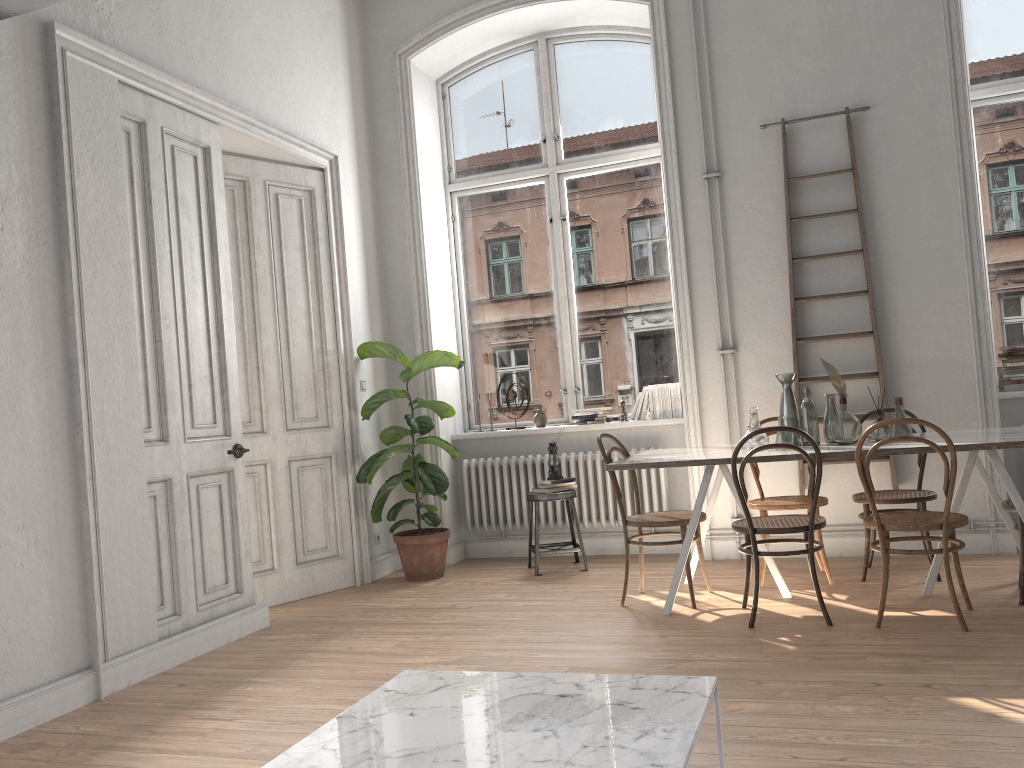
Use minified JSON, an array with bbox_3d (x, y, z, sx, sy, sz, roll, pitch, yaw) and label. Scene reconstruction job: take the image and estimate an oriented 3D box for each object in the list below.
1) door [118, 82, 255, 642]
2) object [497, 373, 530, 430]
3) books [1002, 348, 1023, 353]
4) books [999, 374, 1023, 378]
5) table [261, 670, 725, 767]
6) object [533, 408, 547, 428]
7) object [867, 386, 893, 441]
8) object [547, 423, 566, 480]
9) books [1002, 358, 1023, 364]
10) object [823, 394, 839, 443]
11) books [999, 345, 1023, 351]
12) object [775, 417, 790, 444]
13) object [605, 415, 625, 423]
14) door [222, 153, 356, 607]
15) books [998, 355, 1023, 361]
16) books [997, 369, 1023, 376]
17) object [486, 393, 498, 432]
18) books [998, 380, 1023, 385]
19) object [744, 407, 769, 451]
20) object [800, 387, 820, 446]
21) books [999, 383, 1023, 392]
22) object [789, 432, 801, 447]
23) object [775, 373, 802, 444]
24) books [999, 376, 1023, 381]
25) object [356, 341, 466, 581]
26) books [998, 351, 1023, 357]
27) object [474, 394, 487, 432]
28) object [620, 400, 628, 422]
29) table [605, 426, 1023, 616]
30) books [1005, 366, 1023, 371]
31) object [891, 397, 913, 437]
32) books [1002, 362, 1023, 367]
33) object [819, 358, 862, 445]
[{"bbox_3d":[-1.738,-0.050,4.448,0.216,2.814,1.097,-5,-1,21],"label":"door"},{"bbox_3d":[0.018,0.129,6.656,0.087,0.425,0.347,-4,-2,-38],"label":"object"},{"bbox_3d":[3.195,-0.213,5.551,0.205,0.020,0.155,-5,-2,19],"label":"books"},{"bbox_3d":[3.205,-0.058,5.551,0.255,0.014,0.192,-5,-2,22],"label":"books"},{"bbox_3d":[-0.021,0.947,1.907,0.849,0.392,0.849,-5,-2,19],"label":"table"},{"bbox_3d":[0.209,0.252,6.586,0.100,0.142,0.102,-5,-1,-6],"label":"object"},{"bbox_3d":[1.864,0.147,4.497,0.107,0.283,0.107,-5,-1,14],"label":"object"},{"bbox_3d":[0.304,0.454,6.022,0.163,0.383,0.154,-4,-1,-7],"label":"object"},{"bbox_3d":[3.200,-0.149,5.549,0.205,0.022,0.155,-5,-2,14],"label":"books"},{"bbox_3d":[1.679,0.181,4.650,0.098,0.255,0.100,-5,-1,-4],"label":"object"},{"bbox_3d":[3.192,-0.234,5.562,0.201,0.024,0.159,-5,-2,9],"label":"books"},{"bbox_3d":[1.421,0.252,4.663,0.083,0.158,0.083,-5,-1,15],"label":"object"},{"bbox_3d":[0.741,0.251,6.420,0.153,0.048,0.088,-4,-2,-31],"label":"object"},{"bbox_3d":[-1.509,-0.034,5.599,0.216,2.814,1.096,-6,-2,44],"label":"door"},{"bbox_3d":[3.194,-0.169,5.552,0.244,0.019,0.174,-5,-2,19],"label":"books"},{"bbox_3d":[3.203,-0.079,5.553,0.245,0.028,0.193,-5,-2,14],"label":"books"},{"bbox_3d":[-0.162,0.213,6.699,0.095,0.289,0.095,-6,-2,42],"label":"object"},{"bbox_3d":[3.194,-0.015,5.539,0.249,0.023,0.175,-5,-2,15],"label":"books"},{"bbox_3d":[1.256,0.232,4.586,0.132,0.219,0.132,-5,-1,9],"label":"object"},{"bbox_3d":[1.547,0.168,4.619,0.086,0.301,0.086,-5,-1,5],"label":"object"},{"bbox_3d":[3.195,0.017,5.540,0.248,0.043,0.192,-5,-2,19],"label":"books"},{"bbox_3d":[1.449,0.278,4.553,0.058,0.094,0.058,-3,-2,-42],"label":"object"},{"bbox_3d":[1.488,0.136,4.758,0.116,0.383,0.116,-5,-2,31],"label":"object"},{"bbox_3d":[3.193,-0.039,5.540,0.249,0.023,0.175,-5,-2,20],"label":"books"},{"bbox_3d":[1.633,0.181,4.996,5.829,1.842,0.792,-5,-2,24],"label":"object"},{"bbox_3d":[3.185,-0.190,5.555,0.231,0.023,0.162,-6,-2,35],"label":"books"},{"bbox_3d":[-0.253,0.223,6.792,0.095,0.289,0.095,-4,-2,-39],"label":"object"},{"bbox_3d":[0.799,0.192,6.340,0.048,0.153,0.088,-4,-1,-11],"label":"object"},{"bbox_3d":[1.708,0.694,4.520,2.201,0.779,1.100,-5,-2,19],"label":"table"},{"bbox_3d":[3.204,-0.104,5.548,0.205,0.022,0.155,-6,-2,33],"label":"books"},{"bbox_3d":[1.986,0.174,4.534,0.101,0.211,0.101,-4,-2,-31],"label":"object"},{"bbox_3d":[3.207,-0.128,5.553,0.222,0.024,0.158,-5,-2,19],"label":"books"},{"bbox_3d":[1.673,0.081,4.481,0.157,0.446,0.157,-6,-2,37],"label":"object"}]
